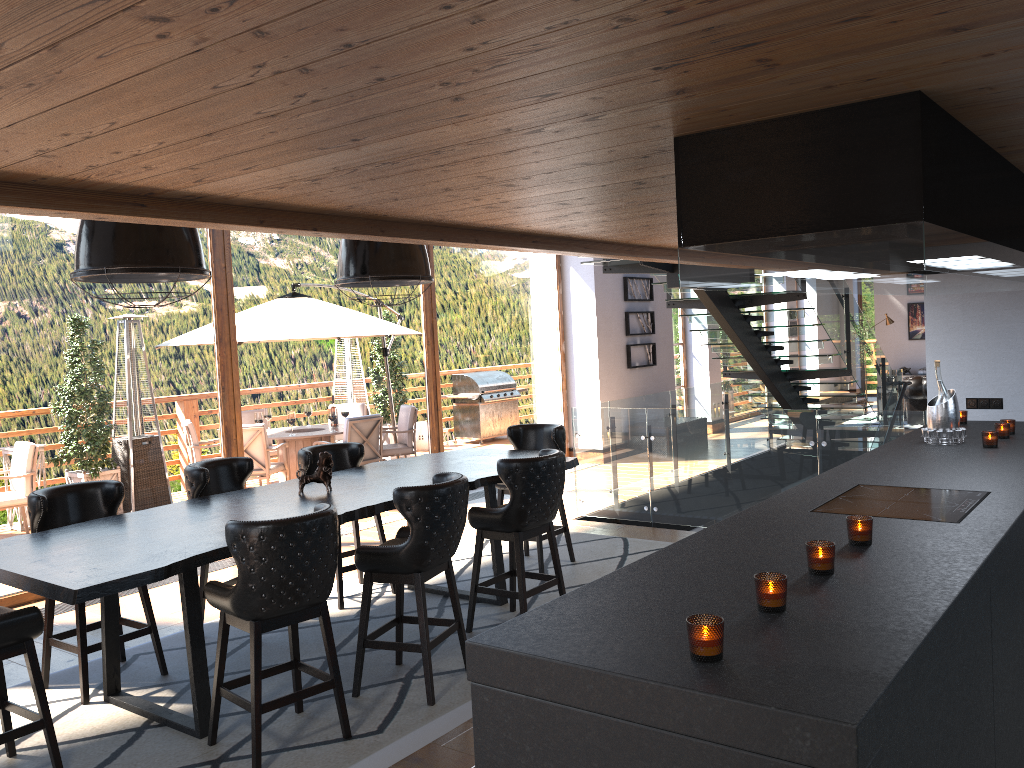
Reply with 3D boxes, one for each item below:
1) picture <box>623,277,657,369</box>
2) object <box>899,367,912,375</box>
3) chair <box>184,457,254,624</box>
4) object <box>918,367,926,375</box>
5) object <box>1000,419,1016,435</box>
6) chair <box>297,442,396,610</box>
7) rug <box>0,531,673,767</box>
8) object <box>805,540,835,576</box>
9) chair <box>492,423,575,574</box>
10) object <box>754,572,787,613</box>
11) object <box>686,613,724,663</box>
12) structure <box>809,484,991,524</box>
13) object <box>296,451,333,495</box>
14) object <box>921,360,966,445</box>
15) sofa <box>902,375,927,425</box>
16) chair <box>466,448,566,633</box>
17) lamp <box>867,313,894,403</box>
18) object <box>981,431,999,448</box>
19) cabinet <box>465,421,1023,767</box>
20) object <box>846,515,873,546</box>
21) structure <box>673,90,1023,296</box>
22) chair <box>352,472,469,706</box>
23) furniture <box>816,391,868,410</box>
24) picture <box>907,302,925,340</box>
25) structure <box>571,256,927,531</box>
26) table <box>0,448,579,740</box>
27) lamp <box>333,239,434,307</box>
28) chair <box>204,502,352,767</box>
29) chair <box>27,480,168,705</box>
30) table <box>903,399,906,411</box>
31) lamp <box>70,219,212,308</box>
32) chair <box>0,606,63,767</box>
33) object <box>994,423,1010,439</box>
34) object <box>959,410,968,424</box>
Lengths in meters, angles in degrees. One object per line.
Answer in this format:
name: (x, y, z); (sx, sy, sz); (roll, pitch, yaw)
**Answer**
picture: (1.878, -0.902, 12.970); (0.058, 1.311, 0.783); (-1, 3, 37)
object: (8.596, -0.288, 19.403); (0.227, 0.182, 0.404); (-3, 3, -9)
chair: (-1.759, 1.037, 5.664); (0.563, 1.091, 0.508); (-2, 3, 21)
object: (8.922, -0.281, 19.184); (0.277, 0.160, 0.262); (0, 4, 39)
object: (2.823, 0.244, 5.045); (0.079, 0.081, 0.079); (-3, 3, 2)
chair: (-1.207, 0.986, 6.285); (0.510, 1.091, 0.561); (-5, 3, -44)
rug: (-0.760, 1.543, 5.520); (2.522, 0.047, 5.701); (-1, 4, 37)
object: (0.856, 0.482, 2.456); (0.079, 0.081, 0.079); (-3, 3, -8)
chair: (0.165, 0.875, 6.893); (0.498, 1.091, 0.575); (-1, 3, 36)
object: (0.632, 0.509, 2.162); (0.079, 0.081, 0.079); (-3, 3, -8)
object: (0.408, 0.536, 1.867); (0.079, 0.081, 0.079); (-3, 3, -8)
structure: (1.476, 0.452, 3.348); (0.498, 0.017, 0.618); (-1, 4, 37)
object: (-1.173, 0.526, 5.279); (0.221, 0.253, 0.116); (-3, 2, -1)
object: (2.342, 0.095, 4.822); (0.223, 0.452, 0.227); (-1, 3, 37)
sofa: (7.540, 0.246, 14.219); (2.536, 0.838, 1.254); (-1, 4, 36)
chair: (0.066, 0.961, 5.395); (0.561, 1.091, 0.510); (-1, 3, 36)
lamp: (7.623, -0.543, 19.002); (1.337, 1.898, 0.521); (-5, 3, -32)
object: (2.473, 0.287, 4.584); (0.079, 0.081, 0.079); (-3, 3, 2)
cabinet: (1.735, 0.963, 3.736); (0.878, 1.103, 4.860); (-1, 4, 37)
object: (1.080, 0.455, 2.751); (0.079, 0.081, 0.079); (-3, 3, -8)
structure: (1.775, -0.651, 3.814); (0.703, 0.476, 3.290); (-1, 4, 37)
chair: (-0.483, 1.031, 4.591); (0.563, 1.091, 0.508); (-2, 3, 21)
furniture: (5.636, 0.417, 16.547); (1.162, 0.436, 2.793); (-1, 4, 37)
picture: (9.083, -1.375, 19.293); (0.869, 0.815, 0.036); (-1, 3, 37)
structure: (0.764, 0.806, 10.673); (9.103, 6.395, 11.161); (-1, 4, 37)
table: (-1.028, 1.113, 5.278); (1.413, 0.949, 3.843); (-1, 4, 37)
lamp: (-0.909, -2.823, 5.439); (0.623, 4.682, 0.619); (-3, 2, -8)
chair: (-1.035, 1.102, 3.971); (0.510, 1.091, 0.561); (-5, 3, -44)
chair: (-2.308, 1.108, 4.860); (0.561, 1.091, 0.510); (-1, 3, 36)
table: (6.652, 0.334, 15.547); (0.401, 0.609, 0.422); (-1, 3, 37)
lamp: (-1.882, -2.706, 4.159); (0.623, 4.682, 0.619); (-3, 2, -8)
chair: (-2.253, 1.172, 3.623); (0.498, 1.091, 0.575); (-1, 3, 36)
object: (2.707, 0.258, 4.892); (0.079, 0.081, 0.079); (-3, 3, 2)
object: (2.851, 0.212, 5.627); (0.080, 0.081, 0.079); (-4, 3, -18)
